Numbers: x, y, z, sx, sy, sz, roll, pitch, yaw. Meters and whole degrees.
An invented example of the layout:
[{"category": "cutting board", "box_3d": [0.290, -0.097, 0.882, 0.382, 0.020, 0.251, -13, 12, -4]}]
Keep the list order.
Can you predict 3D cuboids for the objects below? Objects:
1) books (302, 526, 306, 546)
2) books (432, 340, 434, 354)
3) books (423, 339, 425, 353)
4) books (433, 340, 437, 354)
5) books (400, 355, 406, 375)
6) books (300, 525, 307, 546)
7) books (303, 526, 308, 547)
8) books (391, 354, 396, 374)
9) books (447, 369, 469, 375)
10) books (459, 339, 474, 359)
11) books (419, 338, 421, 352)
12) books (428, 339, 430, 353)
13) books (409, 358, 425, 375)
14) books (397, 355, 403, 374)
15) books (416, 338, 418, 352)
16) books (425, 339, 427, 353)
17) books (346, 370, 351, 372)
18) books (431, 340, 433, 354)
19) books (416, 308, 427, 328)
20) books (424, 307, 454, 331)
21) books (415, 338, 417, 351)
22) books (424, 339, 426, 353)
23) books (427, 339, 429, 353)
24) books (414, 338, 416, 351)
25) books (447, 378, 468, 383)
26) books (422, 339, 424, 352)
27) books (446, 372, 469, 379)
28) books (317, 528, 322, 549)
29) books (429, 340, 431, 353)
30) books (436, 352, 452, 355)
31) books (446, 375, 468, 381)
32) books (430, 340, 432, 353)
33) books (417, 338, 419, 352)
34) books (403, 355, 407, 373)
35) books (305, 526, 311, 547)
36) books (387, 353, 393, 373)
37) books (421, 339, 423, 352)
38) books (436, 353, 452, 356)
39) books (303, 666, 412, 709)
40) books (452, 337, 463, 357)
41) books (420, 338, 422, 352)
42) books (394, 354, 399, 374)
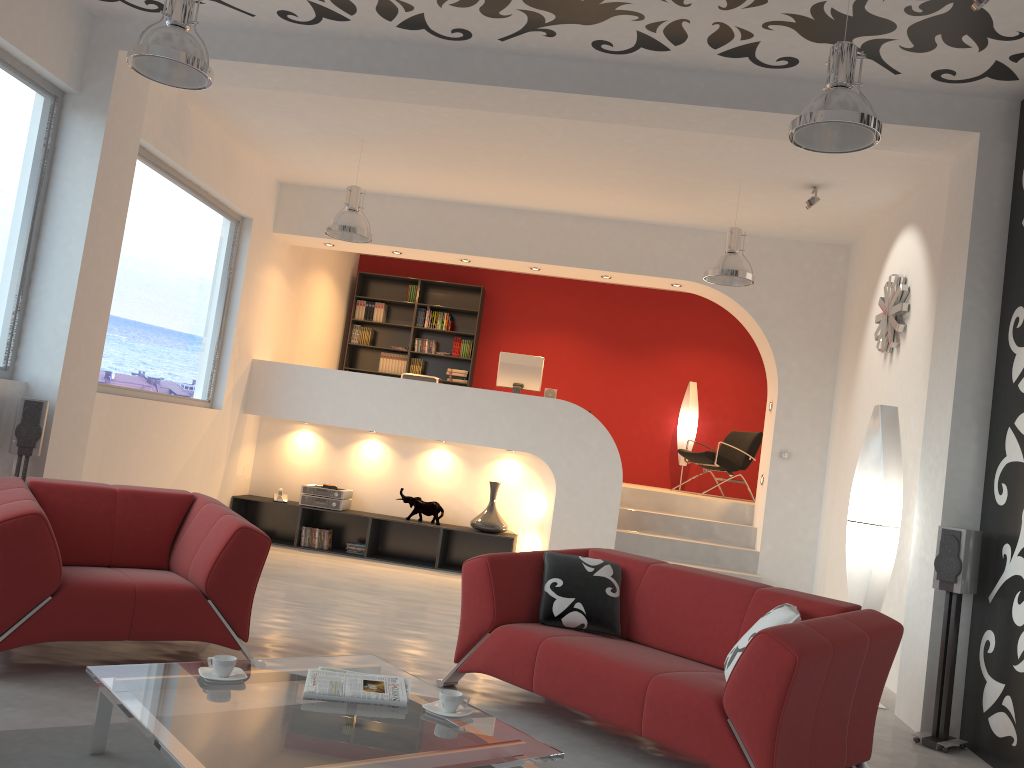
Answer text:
[{"category": "books", "box_3d": [-2.007, 1.474, 8.603, 0.031, 0.190, 0.135, 7, -4, 6]}, {"category": "books", "box_3d": [-1.004, -0.463, 11.436, 0.031, 0.190, 0.135, 7, -4, 6]}, {"category": "books", "box_3d": [-1.123, -0.479, 11.449, 0.031, 0.190, 0.135, 7, -4, 6]}, {"category": "books", "box_3d": [-0.990, -0.462, 11.435, 0.031, 0.190, 0.135, 7, -4, 6]}, {"category": "books", "box_3d": [-1.388, -0.233, 11.431, 0.040, 0.260, 0.200, 7, -4, 6]}, {"category": "books", "box_3d": [-2.021, 1.472, 8.605, 0.031, 0.190, 0.135, 7, -4, 6]}, {"category": "books", "box_3d": [-1.992, 1.476, 8.601, 0.031, 0.190, 0.135, 7, -4, 6]}, {"category": "books", "box_3d": [-1.509, -0.248, 11.444, 0.040, 0.260, 0.200, 7, -4, 6]}, {"category": "books", "box_3d": [-0.679, -0.152, 11.333, 0.260, 0.040, 0.200, 7, -4, 6]}, {"category": "books", "box_3d": [-0.584, -0.434, 11.386, 0.146, 0.240, 0.170, 7, -4, 6]}, {"category": "books", "box_3d": [-1.182, -0.487, 11.455, 0.031, 0.190, 0.135, 7, -4, 6]}, {"category": "books", "box_3d": [-1.064, -0.471, 11.443, 0.031, 0.190, 0.135, 7, -4, 6]}, {"category": "books", "box_3d": [-1.225, -0.200, 11.425, 0.146, 0.240, 0.170, 7, -4, 6]}, {"category": "books", "box_3d": [-1.428, -0.238, 11.435, 0.040, 0.260, 0.200, 7, -4, 6]}, {"category": "books", "box_3d": [-1.212, -0.491, 11.458, 0.031, 0.190, 0.135, 7, -4, 6]}, {"category": "books", "box_3d": [-1.093, -0.475, 11.446, 0.031, 0.190, 0.135, 7, -4, 6]}, {"category": "books", "box_3d": [-1.976, -0.005, 11.454, 0.341, 0.286, 0.231, 7, -4, 6]}, {"category": "books", "box_3d": [-1.019, -0.465, 11.438, 0.031, 0.190, 0.135, 7, -4, 6]}, {"category": "books", "box_3d": [-1.164, -0.836, 11.477, 0.090, 0.256, 0.181, 7, -4, 6]}, {"category": "books", "box_3d": [-0.931, -0.823, 11.431, 0.341, 0.286, 0.231, 7, -4, 6]}, {"category": "books", "box_3d": [-1.226, -0.492, 11.460, 0.031, 0.190, 0.135, 7, -4, 6]}, {"category": "books", "box_3d": [-1.108, -0.477, 11.447, 0.031, 0.190, 0.135, 7, -4, 6]}, {"category": "books", "box_3d": [-1.078, -0.473, 11.444, 0.031, 0.190, 0.135, 7, -4, 6]}, {"category": "books", "box_3d": [-1.241, -0.494, 11.461, 0.031, 0.190, 0.135, 7, -4, 6]}, {"category": "books", "box_3d": [-0.682, -0.031, 11.335, 0.260, 0.040, 0.200, 7, -4, 7]}, {"category": "books", "box_3d": [-1.138, -0.481, 11.450, 0.031, 0.190, 0.135, 7, -4, 6]}, {"category": "books", "box_3d": [-0.694, -0.113, 11.339, 0.260, 0.040, 0.200, 7, -4, 5]}, {"category": "books", "box_3d": [-1.859, 1.493, 8.588, 0.031, 0.190, 0.135, 7, -4, 6]}, {"category": "books", "box_3d": [-1.049, -0.469, 11.441, 0.031, 0.190, 0.135, 7, -4, 6]}, {"category": "books", "box_3d": [-0.876, -0.389, 11.418, 0.190, 0.015, 0.135, 7, -4, 11]}, {"category": "books", "box_3d": [-0.695, -0.073, 11.337, 0.260, 0.040, 0.200, 7, -4, 6]}, {"category": "books", "box_3d": [-1.034, -0.467, 11.440, 0.031, 0.190, 0.135, 7, -4, 6]}, {"category": "books", "box_3d": [-1.197, -0.489, 11.457, 0.031, 0.190, 0.135, 7, -4, 6]}, {"category": "books", "box_3d": [-1.348, -0.227, 11.427, 0.040, 0.260, 0.200, 7, -4, 6]}, {"category": "books", "box_3d": [-1.977, 1.478, 8.600, 0.031, 0.190, 0.135, 7, -4, 6]}, {"category": "books", "box_3d": [-1.549, -0.253, 11.448, 0.040, 0.260, 0.200, 7, -4, 6]}, {"category": "books", "box_3d": [-1.152, -0.483, 11.452, 0.031, 0.190, 0.135, 7, -4, 6]}, {"category": "books", "box_3d": [-0.868, -0.373, 11.416, 0.190, 0.015, 0.135, 7, -4, 6]}, {"category": "books", "box_3d": [-0.534, 1.046, 3.062, 0.367, 0.035, 0.345, 8, -4, -4]}, {"category": "books", "box_3d": [-0.702, -0.458, 11.400, 0.090, 0.256, 0.181, 7, -4, 6]}, {"category": "books", "box_3d": [-1.167, -0.485, 11.453, 0.031, 0.190, 0.135, 7, -4, 6]}, {"category": "books", "box_3d": [-1.469, -0.243, 11.440, 0.040, 0.260, 0.200, 7, -4, 6]}]
